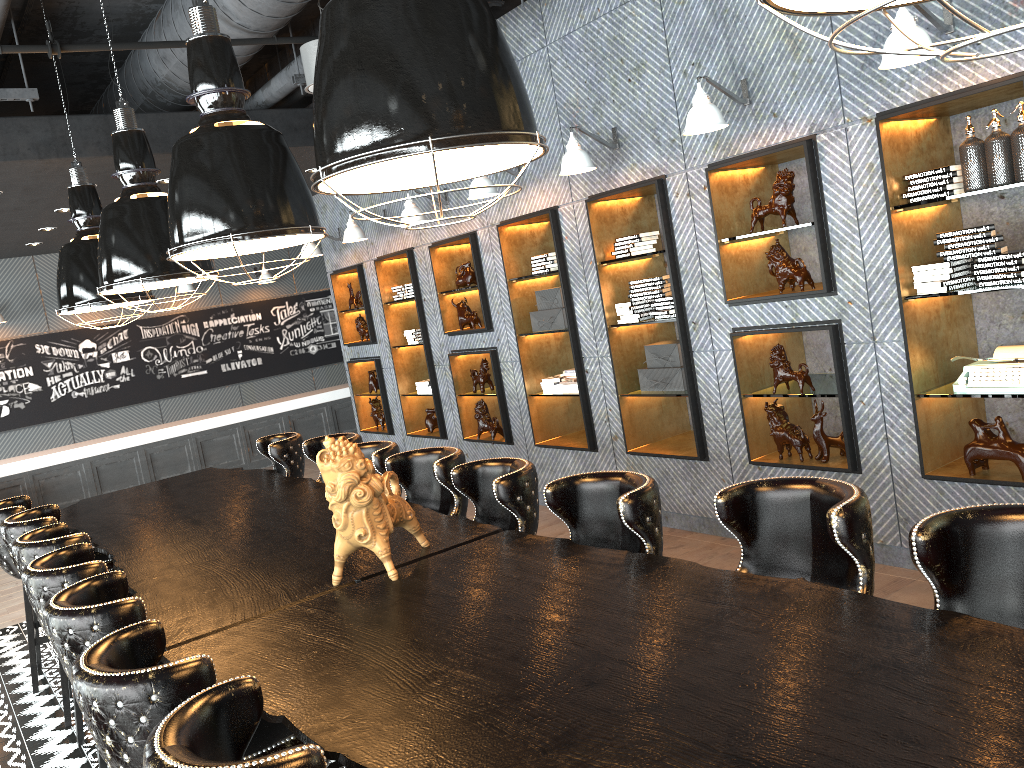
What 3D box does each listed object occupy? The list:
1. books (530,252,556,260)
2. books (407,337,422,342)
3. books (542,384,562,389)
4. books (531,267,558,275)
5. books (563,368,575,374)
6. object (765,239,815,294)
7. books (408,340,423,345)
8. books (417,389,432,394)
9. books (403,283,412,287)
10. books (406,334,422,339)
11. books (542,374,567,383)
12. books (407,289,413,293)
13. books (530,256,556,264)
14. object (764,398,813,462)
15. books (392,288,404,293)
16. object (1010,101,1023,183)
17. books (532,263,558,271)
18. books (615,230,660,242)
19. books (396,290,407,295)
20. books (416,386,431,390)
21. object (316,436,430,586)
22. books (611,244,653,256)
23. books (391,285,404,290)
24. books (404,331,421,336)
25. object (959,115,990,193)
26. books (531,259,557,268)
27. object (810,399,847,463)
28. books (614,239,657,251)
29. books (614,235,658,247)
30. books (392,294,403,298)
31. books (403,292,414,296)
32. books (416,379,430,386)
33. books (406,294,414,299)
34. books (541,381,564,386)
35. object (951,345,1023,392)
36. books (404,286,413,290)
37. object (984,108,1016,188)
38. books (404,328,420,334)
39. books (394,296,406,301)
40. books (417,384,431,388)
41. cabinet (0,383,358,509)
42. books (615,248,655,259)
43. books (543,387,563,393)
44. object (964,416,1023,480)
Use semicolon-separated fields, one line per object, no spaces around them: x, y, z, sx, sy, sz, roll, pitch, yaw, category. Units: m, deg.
0.290;-0.998;6.877;0.194;0.028;0.245;-14;7;-31;books
-0.880;-0.449;8.669;0.246;0.028;0.193;-13;7;-25;books
0.373;0.003;7.090;0.227;0.024;0.166;-7;7;24;books
0.299;-0.888;6.903;0.194;0.028;0.245;-14;7;-34;books
0.518;-0.110;6.828;0.185;0.024;0.212;-15;8;-39;books
1.571;-0.662;5.013;0.159;0.337;0.242;-13;7;-29;object
-0.873;-0.428;8.722;0.246;0.028;0.193;-15;8;-38;books
-0.793;0.051;8.786;0.243;0.034;0.180;-7;7;25;books
-0.895;-0.977;8.581;0.245;0.028;0.194;-7;7;28;books
-0.890;-0.481;8.711;0.246;0.028;0.193;-14;7;-34;books
0.376;-0.047;7.075;0.179;0.029;0.225;-5;8;41;books
-0.867;-0.928;8.622;0.245;0.028;0.194;-5;8;38;books
0.288;-0.974;6.923;0.194;0.028;0.245;-13;7;-28;books
1.635;0.269;5.250;0.168;0.359;0.266;-15;8;-41;object
-1.056;-0.946;8.820;0.194;0.028;0.245;-13;7;-29;books
2.245;-1.060;3.880;0.108;0.349;0.109;-7;6;26;object
0.291;-0.913;6.888;0.194;0.028;0.245;-13;7;-23;books
0.862;-1.014;6.099;0.194;0.028;0.245;-14;7;-34;books
-1.019;-0.926;8.845;0.194;0.028;0.245;-13;7;-27;books
-0.813;0.025;8.791;0.227;0.024;0.166;-4;8;42;books
-0.502;0.414;3.217;0.249;0.545;0.475;-8;6;18;object
0.827;-0.922;6.110;0.194;0.028;0.245;-13;7;-23;books
-1.060;-0.973;8.816;0.194;0.028;0.245;-15;8;-37;books
-0.916;-0.506;8.719;0.246;0.028;0.193;-14;7;-31;books
2.115;-1.058;4.070;0.109;0.349;0.109;-9;6;11;object
0.302;-0.943;6.879;0.194;0.028;0.245;-16;8;-43;books
1.807;0.257;5.055;0.198;0.358;0.116;-10;6;-4;object
0.850;-0.954;6.102;0.194;0.028;0.245;-13;7;-26;books
0.855;-0.984;6.103;0.194;0.028;0.245;-15;8;-42;books
-1.066;-0.888;8.837;0.194;0.028;0.245;-12;7;-22;books
-0.904;-0.890;8.592;0.245;0.028;0.194;-4;8;43;books
-0.816;-0.025;8.785;0.179;0.029;0.225;-5;8;39;books
-0.877;-0.866;8.593;0.245;0.028;0.194;-6;7;35;books
0.375;-0.025;7.118;0.243;0.024;0.175;-14;7;-35;books
2.410;-0.082;4.324;0.485;0.148;0.535;-14;7;-35;object
-0.891;-0.949;8.585;0.245;0.028;0.194;-6;8;36;books
2.181;-1.059;3.975;0.108;0.349;0.109;-5;7;41;object
-0.911;-0.536;8.722;0.246;0.028;0.193;-15;8;-41;books
-1.042;-0.863;8.828;0.194;0.028;0.245;-13;7;-30;books
-0.800;-0.003;8.803;0.243;0.024;0.175;-16;8;-43;books
-4.058;1.205;8.811;8.429;0.826;6.310;-14;7;-34;cabinet
0.848;-0.895;6.090;0.194;0.028;0.245;-12;6;-18;books
0.393;0.029;7.085;0.243;0.034;0.180;-6;7;35;books
2.332;0.300;4.220;0.165;0.303;0.341;-13;7;-29;object
